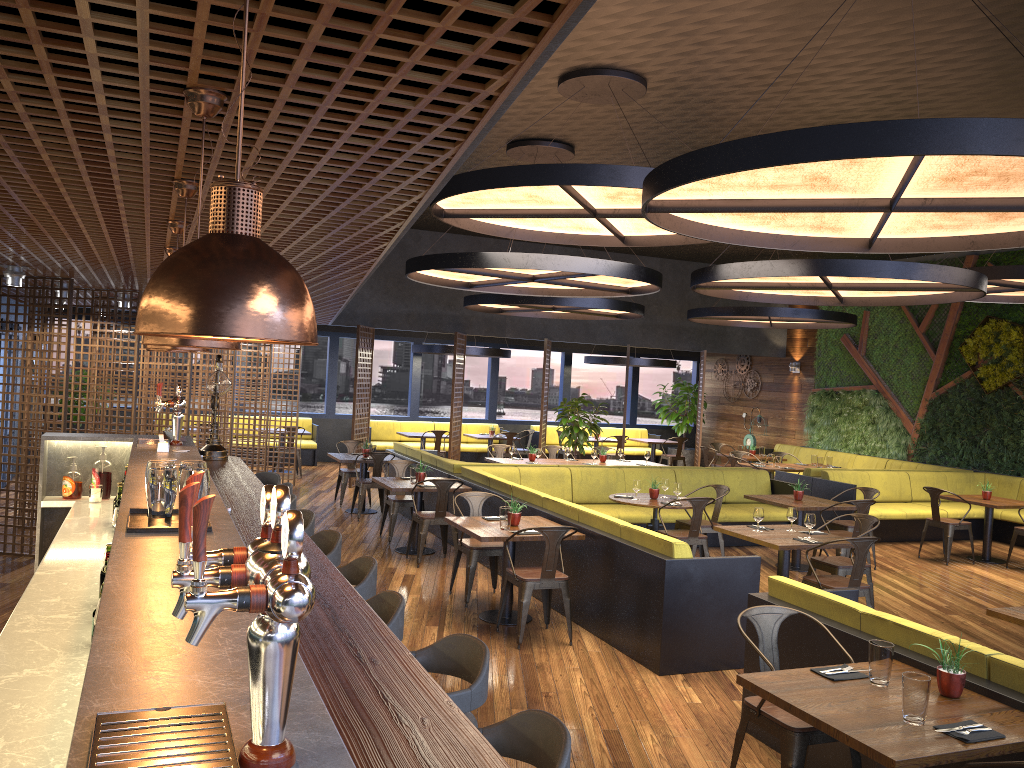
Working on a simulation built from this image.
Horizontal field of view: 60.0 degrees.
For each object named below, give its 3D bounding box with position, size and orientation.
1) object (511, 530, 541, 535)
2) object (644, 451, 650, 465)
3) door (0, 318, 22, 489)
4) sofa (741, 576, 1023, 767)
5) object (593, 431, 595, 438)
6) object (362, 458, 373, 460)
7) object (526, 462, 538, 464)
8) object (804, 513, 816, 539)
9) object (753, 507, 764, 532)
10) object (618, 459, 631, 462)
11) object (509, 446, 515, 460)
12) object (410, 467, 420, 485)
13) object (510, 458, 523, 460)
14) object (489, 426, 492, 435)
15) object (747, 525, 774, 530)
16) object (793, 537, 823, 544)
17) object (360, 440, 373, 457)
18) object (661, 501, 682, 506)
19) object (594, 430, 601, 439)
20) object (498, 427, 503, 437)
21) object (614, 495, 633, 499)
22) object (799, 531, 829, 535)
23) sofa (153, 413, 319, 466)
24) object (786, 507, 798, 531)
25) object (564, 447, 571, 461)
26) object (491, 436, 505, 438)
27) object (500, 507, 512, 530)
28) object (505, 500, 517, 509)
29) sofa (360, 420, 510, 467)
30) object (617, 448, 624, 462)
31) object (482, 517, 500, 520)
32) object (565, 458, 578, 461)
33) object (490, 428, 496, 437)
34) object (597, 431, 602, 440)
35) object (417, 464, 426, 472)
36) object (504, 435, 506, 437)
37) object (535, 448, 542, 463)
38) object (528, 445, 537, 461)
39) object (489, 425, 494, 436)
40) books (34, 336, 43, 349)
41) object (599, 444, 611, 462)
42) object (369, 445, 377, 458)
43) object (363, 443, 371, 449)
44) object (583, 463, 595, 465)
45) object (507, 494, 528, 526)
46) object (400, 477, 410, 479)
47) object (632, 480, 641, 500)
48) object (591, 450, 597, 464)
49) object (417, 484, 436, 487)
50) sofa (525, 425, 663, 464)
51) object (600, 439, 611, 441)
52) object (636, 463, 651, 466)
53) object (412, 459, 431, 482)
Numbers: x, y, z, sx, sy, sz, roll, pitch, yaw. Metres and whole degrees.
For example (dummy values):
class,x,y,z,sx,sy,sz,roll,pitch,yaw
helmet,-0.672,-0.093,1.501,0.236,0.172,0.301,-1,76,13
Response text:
class,x,y,z,sx,sy,sz,roll,pitch,yaw
object,0.089,1.168,7.025,0.255,0.019,0.157,3,1,-23
object,2.058,1.123,13.510,0.097,0.206,0.097,3,1,23
door,-7.143,0.290,12.510,0.052,2.386,2.441,3,1,-22
sofa,2.394,1.641,3.985,0.966,0.914,3.061,3,1,-22
object,1.776,1.067,18.918,0.102,0.178,0.102,3,1,-37
object,-1.951,1.008,12.031,0.255,0.019,0.157,3,1,-23
object,0.293,1.128,12.668,0.157,0.019,0.255,3,1,-22
object,2.532,1.206,7.536,0.097,0.206,0.097,3,1,-31
object,2.152,1.184,7.747,0.097,0.206,0.097,3,1,-31
object,1.753,1.197,13.876,0.157,0.019,0.255,3,1,-22
object,-0.002,1.015,13.033,0.097,0.206,0.097,3,1,23
object,-1.059,1.001,9.625,0.102,0.178,0.102,3,1,-37
object,0.073,1.111,13.189,0.157,0.019,0.255,3,1,-22
object,-0.424,0.955,18.020,0.102,0.178,0.102,3,1,-37
object,2.227,1.280,7.903,0.157,0.019,0.255,3,1,-22
object,2.447,1.297,7.382,0.157,0.019,0.255,3,1,-22
object,-2.011,0.876,12.332,0.260,0.271,0.238,3,1,-21
object,1.638,1.236,9.175,0.157,0.019,0.255,3,1,-16
object,1.790,1.023,18.734,0.238,0.271,0.260,3,1,-1
object,-0.230,0.967,17.830,0.102,0.178,0.102,3,1,-37
object,1.224,1.210,9.538,0.255,0.019,0.157,3,1,10
object,2.635,1.304,7.797,0.255,0.019,0.157,3,1,-22
sofa,-5.364,1.089,17.234,3.061,0.914,0.966,3,1,-22
object,2.486,1.201,7.875,0.097,0.206,0.097,3,1,-22
object,0.838,1.057,13.377,0.097,0.206,0.097,3,1,23
object,-0.279,1.047,17.537,0.255,0.019,0.157,3,1,-23
object,-0.052,1.080,7.115,0.102,0.178,0.102,3,1,13
object,-0.010,1.079,7.500,0.102,0.178,0.102,3,1,-37
sofa,-1.598,1.280,18.775,3.061,0.914,0.966,3,1,-22
object,1.678,1.100,13.720,0.097,0.206,0.097,3,1,23
object,-0.121,1.151,7.628,0.255,0.019,0.157,3,1,-23
object,0.913,1.154,13.532,0.157,0.019,0.255,3,1,-22
object,-0.382,0.960,17.663,0.102,0.178,0.102,3,1,-37
object,1.819,1.072,18.562,0.102,0.178,0.102,3,1,-37
object,-1.028,0.999,9.999,0.102,0.178,0.102,3,1,-37
object,-0.107,1.053,17.938,0.157,0.019,0.255,3,1,-23
object,0.378,1.038,12.822,0.097,0.206,0.097,3,1,23
object,0.294,0.996,13.019,0.238,0.271,0.260,3,1,-1
object,-0.391,0.912,17.846,0.238,0.271,0.260,3,1,-1
books,-7.997,-0.710,14.918,0.177,0.245,0.450,3,1,-22
object,1.380,1.051,13.464,0.238,0.271,0.260,3,1,-1
object,-1.920,0.929,12.212,0.102,0.178,0.102,3,1,-17
object,-2.050,0.919,12.506,0.102,0.178,0.102,3,1,-7
object,1.133,1.171,13.012,0.157,0.019,0.255,3,1,-22
object,0.016,1.035,7.329,0.238,0.271,0.260,3,1,-1
object,-1.140,1.071,10.127,0.255,0.019,0.157,3,1,-23
object,1.318,1.122,9.387,0.097,0.206,0.097,3,1,19
object,1.218,1.080,13.166,0.097,0.206,0.097,3,1,23
object,-0.929,1.089,9.525,0.255,0.019,0.157,3,1,-23
sofa,1.905,1.458,20.208,3.061,0.914,0.966,3,1,-22
object,1.922,1.159,18.435,0.255,0.019,0.157,3,1,-23
object,1.973,1.214,13.356,0.157,0.019,0.255,3,1,-22
object,-1.001,0.955,9.855,0.260,0.271,0.238,3,1,-21
